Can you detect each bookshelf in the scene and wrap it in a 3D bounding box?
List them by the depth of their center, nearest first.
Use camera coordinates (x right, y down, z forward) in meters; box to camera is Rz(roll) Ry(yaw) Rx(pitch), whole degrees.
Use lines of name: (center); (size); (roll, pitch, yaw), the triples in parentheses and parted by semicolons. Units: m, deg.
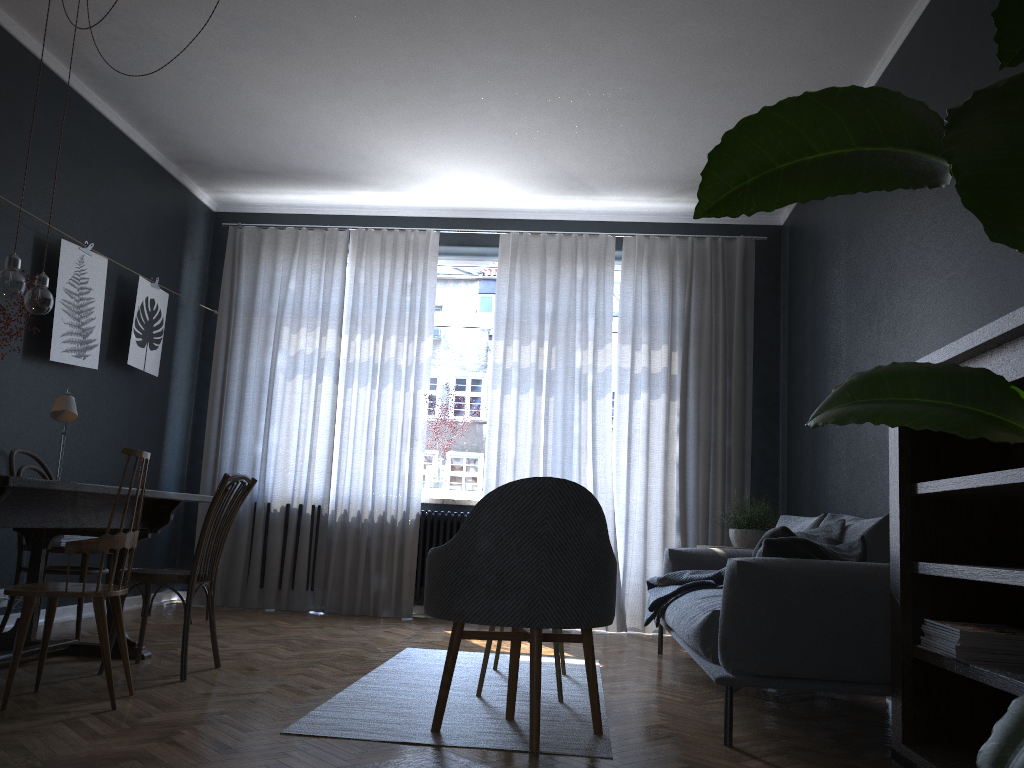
bookshelf: (1.277, 0.430, 1.818); (0.451, 1.169, 1.923); (2, -9, 5)

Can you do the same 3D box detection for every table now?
table: (-1.984, 0.735, 3.370); (1.126, 0.726, 1.608); (2, -9, 5)
table: (0.068, 1.001, 3.776); (0.339, 0.548, 0.789); (2, -9, 5)

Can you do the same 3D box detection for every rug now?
rug: (-0.128, 1.241, 3.617); (1.003, 0.013, 2.016); (2, -9, 5)

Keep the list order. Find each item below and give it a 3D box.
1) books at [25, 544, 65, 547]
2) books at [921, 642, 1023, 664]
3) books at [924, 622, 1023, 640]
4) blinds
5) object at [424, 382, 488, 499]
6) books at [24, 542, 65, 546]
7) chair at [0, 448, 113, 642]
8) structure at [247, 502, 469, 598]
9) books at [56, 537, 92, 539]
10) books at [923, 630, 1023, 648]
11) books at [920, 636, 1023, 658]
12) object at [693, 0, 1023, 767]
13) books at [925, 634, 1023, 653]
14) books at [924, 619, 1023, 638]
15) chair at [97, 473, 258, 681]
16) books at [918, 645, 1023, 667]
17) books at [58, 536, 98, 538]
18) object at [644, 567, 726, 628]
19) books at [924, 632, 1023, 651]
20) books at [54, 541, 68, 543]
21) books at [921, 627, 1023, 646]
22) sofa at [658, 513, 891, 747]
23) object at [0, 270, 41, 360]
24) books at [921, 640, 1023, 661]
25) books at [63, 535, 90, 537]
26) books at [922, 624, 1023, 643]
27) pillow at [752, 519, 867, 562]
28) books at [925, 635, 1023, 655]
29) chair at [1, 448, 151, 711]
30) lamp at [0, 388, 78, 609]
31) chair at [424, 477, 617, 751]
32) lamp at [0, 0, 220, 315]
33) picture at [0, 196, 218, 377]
books: (-2.211, 0.801, 4.399); (0.218, 0.008, 0.305); (1, -9, 12)
books: (1.270, 0.729, 2.405); (0.218, 0.007, 0.305); (1, -9, 9)
books: (1.279, 0.670, 2.403); (0.218, 0.008, 0.305); (1, -9, 9)
blinds: (-0.243, 0.261, 6.330); (3.992, 2.782, 0.313); (2, -8, 5)
object: (-0.493, 0.420, 6.416); (0.514, 0.807, 0.600); (6, -9, -21)
books: (-2.211, 0.794, 4.398); (0.218, 0.007, 0.305); (0, -10, 16)
chair: (-2.247, 0.795, 4.427); (0.549, 0.918, 0.439); (3, -9, 2)
structure: (-0.979, 1.185, 6.310); (1.846, 0.599, 0.216); (2, -9, 5)
books: (-2.213, 0.764, 4.414); (0.218, 0.006, 0.305); (0, -10, 16)
books: (1.274, 0.692, 2.404); (0.218, 0.008, 0.289); (2, -9, 9)
books: (1.269, 0.714, 2.407); (0.218, 0.013, 0.305); (2, -9, 9)
object: (0.771, -0.148, 0.659); (1.118, 1.894, 0.765); (3, -9, -1)
books: (1.277, 0.703, 2.407); (0.218, 0.008, 0.289); (1, -9, 11)
books: (1.278, 0.661, 2.403); (0.218, 0.013, 0.305); (2, -9, 9)
chair: (-1.369, 0.768, 3.663); (0.467, 0.818, 0.364); (2, -9, 4)
books: (1.269, 0.736, 2.402); (0.218, 0.008, 0.305); (2, -9, 4)
books: (-2.210, 0.758, 4.410); (0.218, 0.008, 0.289); (0, -10, 16)
object: (0.924, 1.061, 4.500); (0.490, 0.328, 0.668); (1, -9, 10)
books: (1.276, 0.696, 2.399); (0.218, 0.006, 0.305); (1, -9, 9)
books: (-2.209, 0.779, 4.401); (0.218, 0.013, 0.305); (0, -10, 16)
books: (1.272, 0.684, 2.402); (0.218, 0.008, 0.305); (2, -9, 8)
sofa: (1.187, 0.954, 3.909); (0.970, 0.796, 2.346); (2, -9, 4)
object: (-2.374, -0.061, 3.748); (0.639, 0.928, 0.557); (7, -9, -24)
books: (1.270, 0.722, 2.404); (0.218, 0.008, 0.305); (1, -9, 9)
books: (-2.207, 0.752, 4.414); (0.218, 0.008, 0.305); (0, -10, 15)
books: (1.274, 0.678, 2.403); (0.218, 0.008, 0.305); (2, -9, 8)
pillow: (1.096, 0.673, 3.326); (0.442, 0.361, 0.799); (-1, -10, 22)
books: (1.276, 0.709, 2.406); (0.218, 0.008, 0.289); (1, -9, 11)
chair: (-1.472, 0.645, 3.026); (0.384, 0.854, 0.457); (5, -9, -10)
lamp: (-2.259, 0.575, 4.314); (0.242, 1.067, 0.801); (10, -11, -40)
chair: (0.061, 0.718, 2.873); (0.645, 0.809, 0.496); (6, -9, -17)
lamp: (-1.316, -1.097, 3.410); (1.591, 1.570, 0.584); (-3, -11, 36)
picture: (-2.421, -0.548, 4.471); (0.058, 0.769, 4.468); (2, -9, 5)
